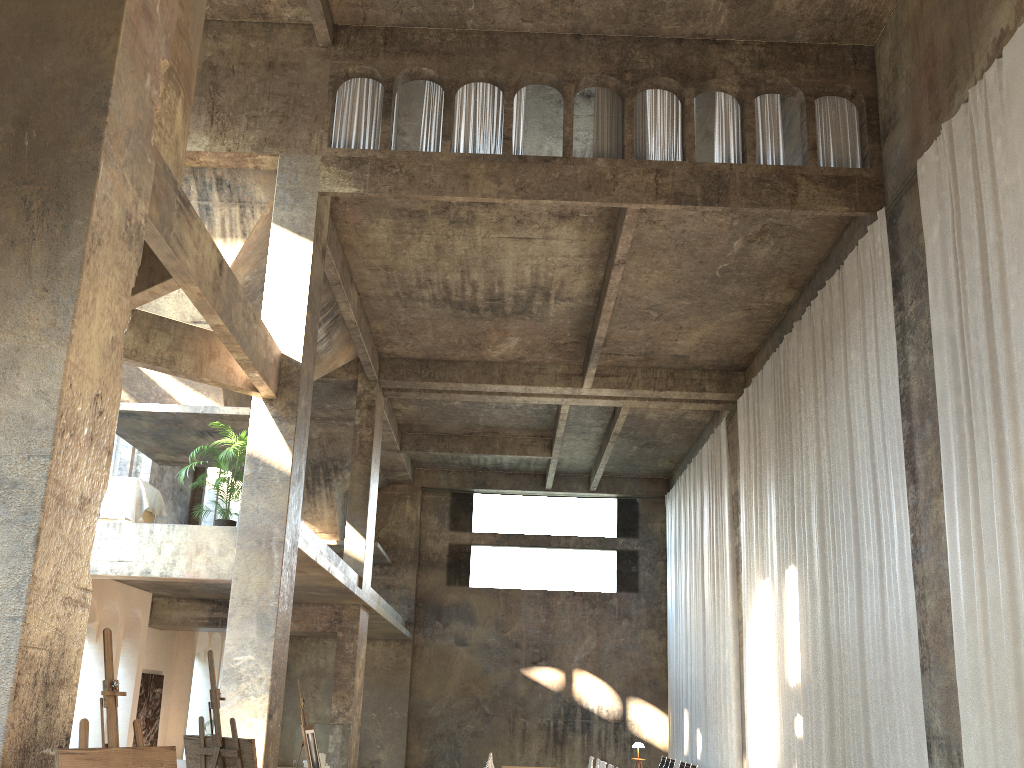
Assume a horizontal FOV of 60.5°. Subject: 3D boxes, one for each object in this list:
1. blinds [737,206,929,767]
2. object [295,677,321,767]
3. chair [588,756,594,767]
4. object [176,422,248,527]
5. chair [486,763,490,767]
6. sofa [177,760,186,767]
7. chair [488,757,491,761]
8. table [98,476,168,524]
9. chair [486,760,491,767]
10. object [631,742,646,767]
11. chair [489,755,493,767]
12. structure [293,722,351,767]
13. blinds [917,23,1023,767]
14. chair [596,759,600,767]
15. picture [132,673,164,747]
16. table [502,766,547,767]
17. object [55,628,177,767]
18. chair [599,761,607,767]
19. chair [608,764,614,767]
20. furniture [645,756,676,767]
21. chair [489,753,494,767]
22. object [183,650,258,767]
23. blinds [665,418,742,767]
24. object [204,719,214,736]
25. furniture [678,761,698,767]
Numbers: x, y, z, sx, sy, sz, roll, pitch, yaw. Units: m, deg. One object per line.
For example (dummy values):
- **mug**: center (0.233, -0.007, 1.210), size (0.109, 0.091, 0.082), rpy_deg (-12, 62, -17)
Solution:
- **blinds**: center (4.899, 3.022, 14.777), size (0.275, 8.351, 8.109), rpy_deg (2, -17, 1)
- **object**: center (-2.518, 4.737, 10.902), size (0.685, 2.075, 0.725), rpy_deg (2, -15, -1)
- **chair**: center (1.218, 7.527, 16.519), size (0.699, 0.991, 0.689), rpy_deg (1, -16, 5)
- **object**: center (-3.996, 1.358, 12.725), size (1.401, 1.748, 1.404), rpy_deg (0, -17, 6)
- **chair**: center (-0.101, 6.153, 12.981), size (0.699, 0.991, 0.689), rpy_deg (1, -16, 5)
- **sofa**: center (-5.618, 6.820, 14.895), size (2.064, 0.697, 3.035), rpy_deg (2, -20, 0)
- **chair**: center (-0.121, 6.801, 14.713), size (0.699, 0.991, 0.689), rpy_deg (1, -16, 5)
- **table**: center (-5.965, 1.790, 12.687), size (1.749, 0.775, 1.156), rpy_deg (2, -18, 0)
- **chair**: center (-0.108, 6.474, 13.838), size (0.699, 0.991, 0.689), rpy_deg (0, -16, 8)
- **object**: center (2.465, 7.904, 17.749), size (0.575, 1.254, 0.676), rpy_deg (-7, -18, 32)
- **chair**: center (-0.133, 7.135, 15.606), size (0.699, 0.991, 0.689), rpy_deg (1, -16, 3)
- **structure**: center (-2.558, 5.316, 11.707), size (0.594, 1.495, 0.768), rpy_deg (2, -15, 0)
- **blinds**: center (4.997, -0.127, 6.367), size (0.275, 8.351, 8.109), rpy_deg (2, -17, 1)
- **chair**: center (1.257, 7.214, 15.678), size (0.699, 0.991, 0.689), rpy_deg (0, -16, 8)
- **picture**: center (-7.646, 6.953, 18.356), size (0.069, 1.710, 1.556), rpy_deg (2, -17, 0)
- **table**: center (0.627, 6.456, 13.362), size (1.601, 0.733, 7.994), rpy_deg (2, -20, 0)
- **object**: center (-1.870, 2.219, 4.125), size (0.687, 2.075, 0.722), rpy_deg (-5, -16, 25)
- **chair**: center (1.266, 6.902, 14.845), size (0.699, 0.991, 0.689), rpy_deg (2, -16, -1)
- **chair**: center (1.289, 6.562, 13.938), size (0.699, 0.991, 0.689), rpy_deg (1, -16, 5)
- **furniture**: center (3.546, 9.664, 21.743), size (0.708, 0.813, 1.940), rpy_deg (2, -20, 0)
- **chair**: center (-0.142, 7.481, 16.529), size (0.699, 0.991, 0.689), rpy_deg (1, -16, 6)
- **object**: center (-1.997, 2.904, 5.963), size (0.706, 2.075, 0.702), rpy_deg (-7, -17, 31)
- **blinds**: center (4.799, 6.182, 23.214), size (0.275, 8.351, 8.108), rpy_deg (2, -17, -1)
- **object**: center (-6.530, 8.299, 20.439), size (1.401, 1.752, 1.404), rpy_deg (0, -17, 6)
- **furniture**: center (3.573, 8.794, 19.419), size (0.708, 0.813, 1.940), rpy_deg (2, -20, 0)
